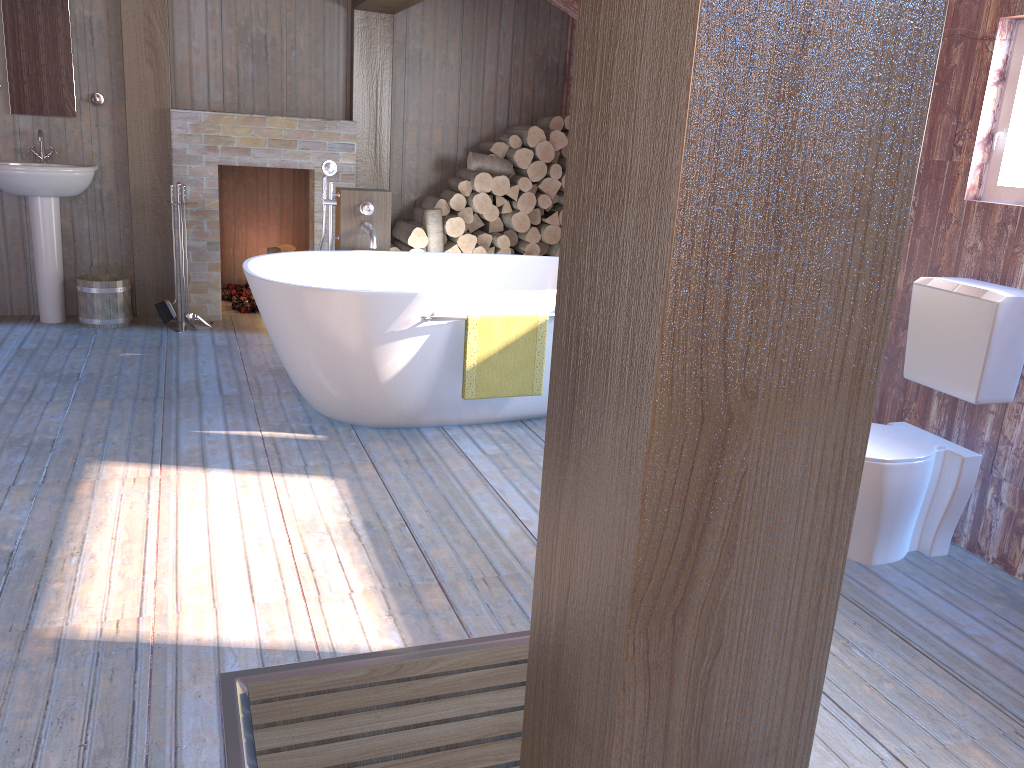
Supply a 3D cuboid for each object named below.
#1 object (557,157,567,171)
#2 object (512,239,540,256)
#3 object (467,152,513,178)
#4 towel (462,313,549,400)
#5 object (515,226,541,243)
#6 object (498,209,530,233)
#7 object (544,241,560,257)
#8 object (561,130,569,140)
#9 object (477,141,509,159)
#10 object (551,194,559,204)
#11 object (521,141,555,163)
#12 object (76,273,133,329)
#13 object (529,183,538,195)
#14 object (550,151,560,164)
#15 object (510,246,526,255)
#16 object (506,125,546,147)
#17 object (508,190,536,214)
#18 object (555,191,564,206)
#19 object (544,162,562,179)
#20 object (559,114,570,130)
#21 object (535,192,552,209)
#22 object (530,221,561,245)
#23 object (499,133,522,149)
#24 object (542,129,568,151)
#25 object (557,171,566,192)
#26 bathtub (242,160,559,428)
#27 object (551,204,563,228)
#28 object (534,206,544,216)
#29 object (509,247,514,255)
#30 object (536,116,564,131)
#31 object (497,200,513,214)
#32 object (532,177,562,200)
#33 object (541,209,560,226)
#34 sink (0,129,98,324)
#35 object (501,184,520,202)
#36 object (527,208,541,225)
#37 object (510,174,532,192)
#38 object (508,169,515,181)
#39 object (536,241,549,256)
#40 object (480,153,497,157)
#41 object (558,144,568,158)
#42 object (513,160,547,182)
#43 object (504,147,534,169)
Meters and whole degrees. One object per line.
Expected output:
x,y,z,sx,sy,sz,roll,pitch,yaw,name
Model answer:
0.354,-1.536,6.191,0.102,0.109,0.438,-2,17,-20,object
0.088,-0.956,6.236,0.116,0.117,0.289,-3,17,-22,object
-0.147,-1.461,5.913,0.302,0.157,0.121,-2,17,-19,object
-0.028,-0.118,3.743,0.370,0.361,0.032,-3,17,-23,towel
0.092,-1.061,6.210,0.114,0.113,0.301,-3,17,-22,object
-0.019,-1.151,6.168,0.141,0.143,0.437,-3,17,-22,object
0.285,-0.980,6.359,0.139,0.137,0.455,-3,17,-22,object
0.354,-1.735,6.189,0.081,0.100,0.281,-2,17,-20,object
-0.134,-1.604,6.095,0.140,0.121,0.319,-2,16,-18,object
0.262,-1.323,6.272,0.088,0.092,0.280,-2,17,-19,object
0.141,-1.605,6.091,0.141,0.143,0.437,-3,17,-22,object
-2.502,-0.510,5.446,0.309,0.290,0.308,1,16,-10,object
0.091,-1.346,6.126,0.095,0.090,0.278,-2,16,-19,object
0.219,-1.599,6.234,0.132,0.119,0.319,-2,16,-19,object
-0.011,-0.907,6.244,0.115,0.112,0.423,-2,17,-20,object
0.092,-1.696,6.065,0.135,0.139,0.456,-2,17,-19,object
0.029,-1.272,6.150,0.136,0.157,0.439,-2,17,-19,object
0.335,-1.313,6.252,0.102,0.109,0.438,-2,17,-20,object
0.227,-1.489,6.157,0.089,0.106,0.437,-2,17,-19,object
0.361,-1.813,6.150,0.112,0.113,0.271,-2,17,-20,object
0.152,-1.297,6.186,0.102,0.109,0.438,-2,17,-20,object
0.200,-1.083,6.280,0.137,0.133,0.437,-3,17,-22,object
-0.012,-1.645,6.009,0.094,0.097,0.227,-2,17,-19,object
0.240,-1.687,6.126,0.133,0.142,0.456,-2,17,-19,object
0.333,-1.428,6.221,0.147,0.152,0.439,-2,17,-20,object
-0.257,-0.431,4.196,1.935,1.109,1.460,4,16,1,bathtub
0.311,-1.156,6.302,0.137,0.256,0.439,-2,17,-20,object
0.162,-1.214,6.203,0.065,0.069,0.177,-2,17,-21,object
-0.032,-0.936,6.213,0.054,0.056,0.146,-2,17,-20,object
0.260,-1.786,6.119,0.104,0.121,0.270,-2,17,-19,object
-0.075,-1.238,6.125,0.085,0.096,0.280,-2,17,-19,object
0.180,-1.384,6.204,0.172,0.151,0.482,-2,17,-19,object
0.210,-1.194,6.242,0.115,0.112,0.423,-2,17,-20,object
-2.766,-0.913,5.252,0.582,1.143,0.475,-2,17,-20,sink
-0.071,-1.323,6.093,0.109,0.124,0.424,-2,17,-21,object
0.096,-1.186,6.186,0.111,0.118,0.302,-2,17,-21,object
0.017,-1.394,6.104,0.102,0.109,0.438,-2,17,-20,object
-0.080,-1.479,6.153,0.121,0.124,0.291,-2,17,-19,object
0.150,-0.996,6.391,0.118,0.106,0.319,-3,17,-22,object
-0.189,-1.520,6.098,0.113,0.130,0.291,-2,17,-19,object
0.345,-1.638,6.198,0.107,0.115,0.269,-2,17,-19,object
0.095,-1.473,6.114,0.143,0.151,0.440,-2,17,-20,object
0.003,-1.560,6.072,0.139,0.148,0.458,-2,17,-20,object
